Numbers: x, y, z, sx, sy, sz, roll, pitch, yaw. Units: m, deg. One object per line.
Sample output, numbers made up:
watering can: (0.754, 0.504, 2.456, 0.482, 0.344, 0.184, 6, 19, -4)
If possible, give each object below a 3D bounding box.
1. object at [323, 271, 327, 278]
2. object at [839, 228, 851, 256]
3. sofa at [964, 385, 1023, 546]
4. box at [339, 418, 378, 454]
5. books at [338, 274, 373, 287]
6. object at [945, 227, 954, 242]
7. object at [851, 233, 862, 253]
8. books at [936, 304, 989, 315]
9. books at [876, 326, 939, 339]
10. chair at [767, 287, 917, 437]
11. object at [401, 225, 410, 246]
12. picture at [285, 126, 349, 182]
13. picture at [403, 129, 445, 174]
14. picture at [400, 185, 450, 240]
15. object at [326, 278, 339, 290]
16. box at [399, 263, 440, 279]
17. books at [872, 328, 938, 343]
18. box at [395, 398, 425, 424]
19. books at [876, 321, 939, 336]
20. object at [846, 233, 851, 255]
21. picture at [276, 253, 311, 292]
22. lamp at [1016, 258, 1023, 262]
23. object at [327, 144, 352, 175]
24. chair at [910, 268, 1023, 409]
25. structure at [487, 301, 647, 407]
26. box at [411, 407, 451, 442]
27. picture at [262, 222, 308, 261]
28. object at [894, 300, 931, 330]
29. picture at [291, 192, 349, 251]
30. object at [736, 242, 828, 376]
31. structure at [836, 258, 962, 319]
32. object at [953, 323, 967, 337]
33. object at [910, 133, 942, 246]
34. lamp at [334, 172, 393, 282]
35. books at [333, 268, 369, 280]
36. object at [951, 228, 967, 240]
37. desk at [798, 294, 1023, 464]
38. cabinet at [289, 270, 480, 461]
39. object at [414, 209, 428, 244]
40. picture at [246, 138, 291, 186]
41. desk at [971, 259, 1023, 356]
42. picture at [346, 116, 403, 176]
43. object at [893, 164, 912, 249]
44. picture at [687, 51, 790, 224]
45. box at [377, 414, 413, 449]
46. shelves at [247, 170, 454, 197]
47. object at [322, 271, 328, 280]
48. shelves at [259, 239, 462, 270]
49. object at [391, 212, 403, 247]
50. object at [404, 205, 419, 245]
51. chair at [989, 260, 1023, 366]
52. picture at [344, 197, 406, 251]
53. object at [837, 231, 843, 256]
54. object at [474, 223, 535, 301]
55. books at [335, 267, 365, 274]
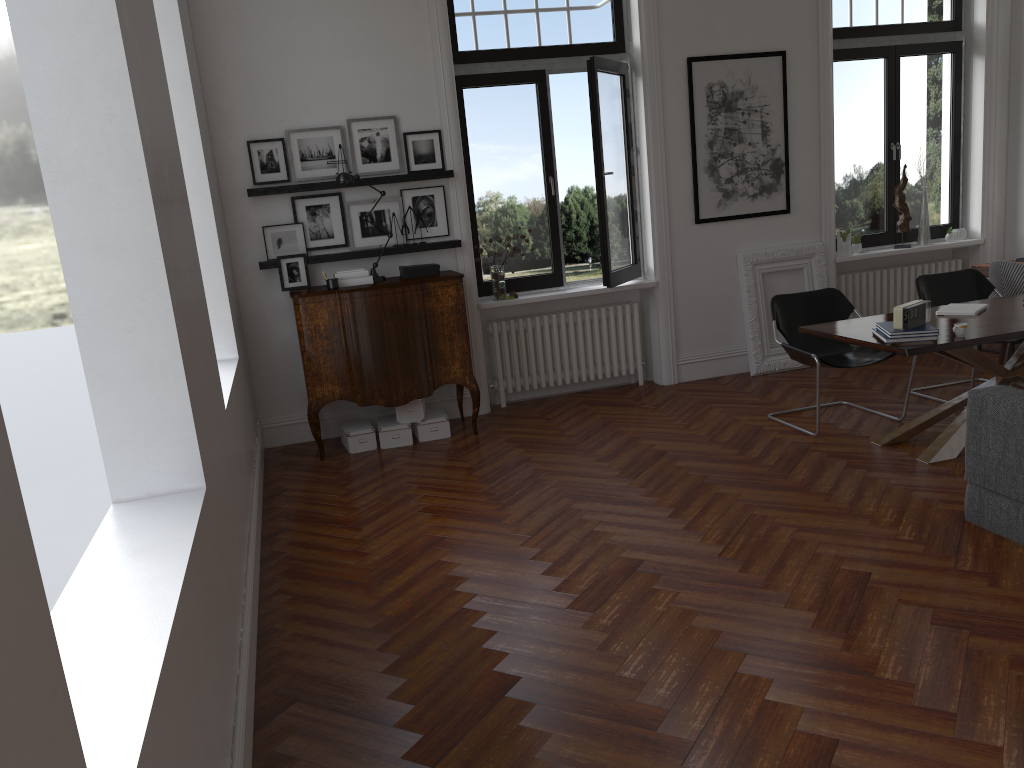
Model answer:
object: (-1.302, -0.735, 6.261, 0.045, 0.140, 0.010, -10, 14, -16)
object: (2.963, -1.264, 7.900, 0.102, 0.245, 0.098, -15, 16, -35)
sofa: (3.570, 0.210, 3.927, 2.643, 0.833, 1.257, -9, 13, -13)
box: (-1.165, 0.397, 6.703, 0.209, 0.177, 0.393, -10, 13, -18)
books: (-1.176, -0.752, 6.492, 0.294, 0.057, 0.228, -9, 13, -13)
object: (4.052, -1.384, 8.209, 0.072, 0.135, 0.071, -3, 13, 11)
object: (3.134, -1.286, 8.058, 0.097, 0.186, 0.098, -4, 13, 9)
books: (2.816, -0.465, 5.540, 0.230, 0.026, 0.324, 5, 16, 40)
books: (2.196, -0.299, 4.938, 0.250, 0.017, 0.342, -3, 12, 11)
chair: (2.189, -0.169, 6.017, 0.752, 0.877, 0.742, -9, 13, -13)
object: (-0.808, -1.131, 6.751, 0.066, 0.161, 0.040, -9, 14, -13)
picture: (-1.439, -1.702, 6.554, 0.415, 0.369, 0.020, -9, 14, -13)
picture: (-0.668, -1.767, 6.746, 0.289, 0.305, 0.020, -9, 14, -13)
picture: (-0.671, -1.320, 6.841, 0.343, 0.386, 0.020, -9, 14, -13)
object: (-1.266, -0.703, 6.261, 0.091, 0.078, 0.091, -16, 16, -39)
box: (-0.697, -0.855, 6.685, 0.282, 0.087, 0.208, -9, 13, -13)
books: (2.187, -0.279, 4.953, 0.264, 0.027, 0.345, -3, 12, 11)
box: (-0.775, 0.165, 6.758, 0.209, 0.177, 0.392, -7, 12, -3)
books: (2.194, -0.316, 4.934, 0.250, 0.017, 0.342, -3, 12, 11)
object: (3.027, -1.260, 7.984, 0.051, 0.189, 0.051, -1, 14, 21)
picture: (-1.606, -0.822, 6.528, 0.213, 0.259, 0.020, -9, 14, -13)
lamp: (4.391, -1.303, 7.433, 0.207, 0.552, 0.439, -4, 13, 10)
object: (-1.278, -1.635, 6.549, 0.174, 0.261, 0.040, -9, 14, -13)
chair: (3.320, -0.340, 6.284, 0.752, 0.877, 0.742, -9, 13, -13)
structure: (0.471, -0.241, 7.633, 1.452, 0.782, 0.224, -9, 13, -13)
box: (-0.632, 0.316, 6.829, 0.244, 0.177, 0.392, -9, 13, -13)
picture: (-1.687, -1.060, 6.596, 0.299, 0.254, 0.020, -9, 14, -13)
object: (2.213, -0.382, 4.897, 0.275, 0.126, 0.081, -16, 16, -39)
picture: (-1.441, -1.215, 6.655, 0.373, 0.408, 0.020, -9, 14, -13)
object: (2.399, -0.654, 7.714, 0.829, 1.067, 0.232, -9, 14, -13)
structure: (3.620, -0.719, 8.375, 1.452, 0.782, 0.224, -9, 13, -13)
object: (2.422, -0.292, 4.804, 0.082, 0.065, 0.064, -4, 13, 7)
object: (3.797, -1.792, 8.038, 0.295, 1.059, 0.288, -8, 13, -10)
lamp: (-1.058, -1.151, 6.513, 0.174, 0.806, 0.489, 6, 17, 40)
books: (-1.181, -0.802, 6.486, 0.239, 0.044, 0.253, -9, 12, -13)
object: (4.198, -1.407, 8.332, 0.134, 0.098, 0.132, -17, 17, -42)
desk: (3.030, -0.066, 5.426, 2.224, 0.755, 1.026, -9, 13, -13)
cabinet: (-0.936, -0.152, 6.631, 1.265, 1.224, 0.637, -9, 13, -13)
object: (-0.705, -1.211, 6.829, 0.110, 0.263, 0.040, -9, 14, -13)
picture: (-1.777, -1.624, 6.479, 0.266, 0.316, 0.020, -9, 14, -13)
desk: (4.543, -0.544, 6.974, 0.647, 0.761, 1.791, -9, 13, -13)
picture: (-1.027, -1.785, 6.646, 0.369, 0.411, 0.020, -9, 14, -13)
object: (3.537, -1.609, 8.033, 0.165, 0.757, 0.142, 1, 15, 28)
picture: (1.901, -2.049, 7.387, 0.882, 1.330, 0.035, -9, 14, -13)
box: (-0.890, 0.362, 6.737, 0.244, 0.177, 0.392, -8, 12, -8)
shelves: (-1.187, -1.492, 6.592, 1.513, 0.055, 0.157, -9, 13, -13)
object: (-1.302, -0.736, 6.235, 0.050, 0.120, 0.010, -8, 13, -11)
shelves: (-1.136, -0.983, 6.714, 1.513, 0.055, 0.155, -9, 13, -13)
object: (-0.886, -1.175, 6.750, 0.124, 0.261, 0.040, -9, 14, -13)
object: (-0.766, -1.214, 6.783, 0.118, 0.300, 0.040, -9, 14, -13)
chair: (3.972, -0.526, 6.806, 0.547, 0.904, 0.714, -11, 14, -20)
picture: (-1.037, -1.220, 6.762, 0.433, 0.367, 0.020, -9, 14, -13)
object: (2.956, -1.267, 7.988, 0.051, 0.214, 0.051, -1, 14, 21)
object: (-0.012, -1.008, 7.267, 0.540, 0.602, 0.317, -17, 17, -41)
books: (-1.182, -0.826, 6.458, 0.200, 0.014, 0.178, -9, 12, -13)
